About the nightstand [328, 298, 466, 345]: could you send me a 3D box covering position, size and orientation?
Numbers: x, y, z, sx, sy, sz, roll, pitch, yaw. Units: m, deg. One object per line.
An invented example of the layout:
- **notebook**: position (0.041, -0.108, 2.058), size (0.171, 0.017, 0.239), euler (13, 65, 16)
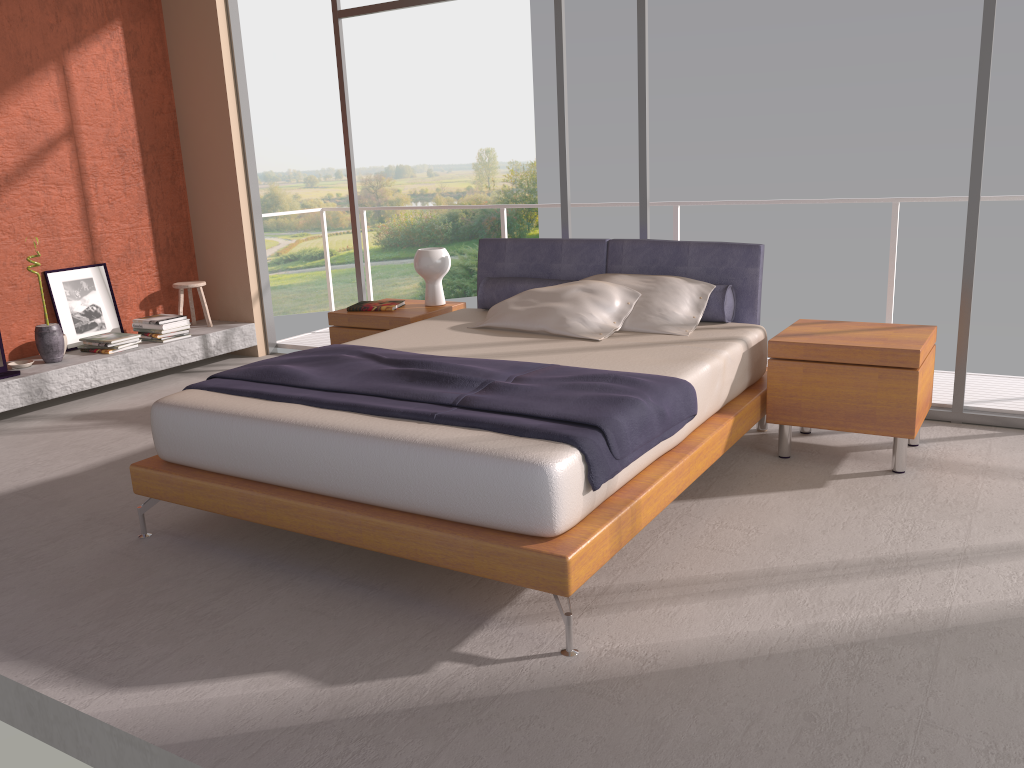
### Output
- **nightstand**: position (-0.683, -0.198, 5.464), size (0.628, 0.556, 0.562), euler (6, 17, 31)

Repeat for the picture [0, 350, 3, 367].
- **picture**: position (-3.408, -0.718, 4.758), size (0.126, 1.496, 1.129), euler (6, 17, 31)

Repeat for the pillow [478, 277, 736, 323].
- **pillow**: position (0.470, -0.461, 4.772), size (1.470, 0.201, 0.205), euler (6, 17, 31)

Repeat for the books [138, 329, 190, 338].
- **books**: position (-2.505, -0.373, 6.380), size (0.287, 0.025, 0.247), euler (10, 19, 41)

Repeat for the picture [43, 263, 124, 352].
- **picture**: position (-2.981, -0.544, 6.206), size (0.117, 0.550, 0.458), euler (6, 17, 31)

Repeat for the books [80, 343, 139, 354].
- **books**: position (-2.755, -0.248, 6.076), size (0.287, 0.025, 0.247), euler (5, 16, 28)

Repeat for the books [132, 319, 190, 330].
- **books**: position (-2.522, -0.434, 6.378), size (0.319, 0.038, 0.247), euler (5, 16, 28)

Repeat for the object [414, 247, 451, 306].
- **object**: position (-0.477, -0.649, 5.374), size (0.224, 0.338, 0.224), euler (10, 19, 42)

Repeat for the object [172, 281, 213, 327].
- **object**: position (-2.430, -0.602, 6.774), size (0.260, 0.349, 0.257), euler (-2, 14, 1)

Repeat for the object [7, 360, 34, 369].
- **object**: position (-3.116, -0.116, 5.633), size (0.152, 0.040, 0.152), euler (-9, 15, -22)

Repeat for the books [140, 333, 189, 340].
- **books**: position (-2.523, -0.356, 6.401), size (0.287, 0.018, 0.247), euler (6, 17, 31)

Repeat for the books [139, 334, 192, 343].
- **books**: position (-2.517, -0.338, 6.403), size (0.328, 0.018, 0.247), euler (6, 17, 32)

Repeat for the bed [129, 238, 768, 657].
- **bed**: position (-0.068, -0.048, 3.973), size (2.017, 0.959, 2.462), euler (6, 17, 31)

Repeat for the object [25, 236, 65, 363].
- **object**: position (-2.994, -0.534, 5.656), size (0.165, 0.810, 0.165), euler (-12, 17, -33)

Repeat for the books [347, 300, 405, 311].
- **books**: position (-0.824, -0.475, 5.398), size (0.287, 0.025, 0.247), euler (0, 15, 12)

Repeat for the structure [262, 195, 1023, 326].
- **structure**: position (1.526, -0.562, 5.275), size (7.689, 1.005, 0.728), euler (6, 17, 31)

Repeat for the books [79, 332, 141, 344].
- **books**: position (-2.749, -0.316, 6.072), size (0.328, 0.018, 0.247), euler (5, 16, 28)

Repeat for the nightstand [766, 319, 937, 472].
- **nightstand**: position (1.572, 0.036, 4.110), size (0.628, 0.556, 0.562), euler (6, 17, 31)

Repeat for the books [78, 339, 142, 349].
- **books**: position (-2.756, -0.274, 6.086), size (0.328, 0.018, 0.247), euler (1, 15, 16)

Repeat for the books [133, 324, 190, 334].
- **books**: position (-2.520, -0.403, 6.386), size (0.328, 0.027, 0.247), euler (6, 17, 32)

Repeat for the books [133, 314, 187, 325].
- **books**: position (-2.528, -0.465, 6.374), size (0.287, 0.025, 0.247), euler (6, 17, 31)

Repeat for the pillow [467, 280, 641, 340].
- **pillow**: position (0.198, -0.378, 4.498), size (0.869, 0.264, 0.431), euler (9, 18, 38)

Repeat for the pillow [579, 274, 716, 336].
- **pillow**: position (0.599, -0.398, 4.464), size (0.791, 0.265, 0.400), euler (7, 17, 34)

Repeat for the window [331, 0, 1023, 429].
- **window**: position (1.437, -1.403, 4.603), size (6.106, 3.133, 0.075), euler (6, 17, 31)

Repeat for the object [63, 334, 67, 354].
- **object**: position (-3.063, -0.251, 5.921), size (0.180, 0.137, 0.179), euler (11, 20, 43)

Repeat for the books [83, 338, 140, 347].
- **books**: position (-2.743, -0.295, 6.075), size (0.287, 0.025, 0.247), euler (7, 17, 33)
